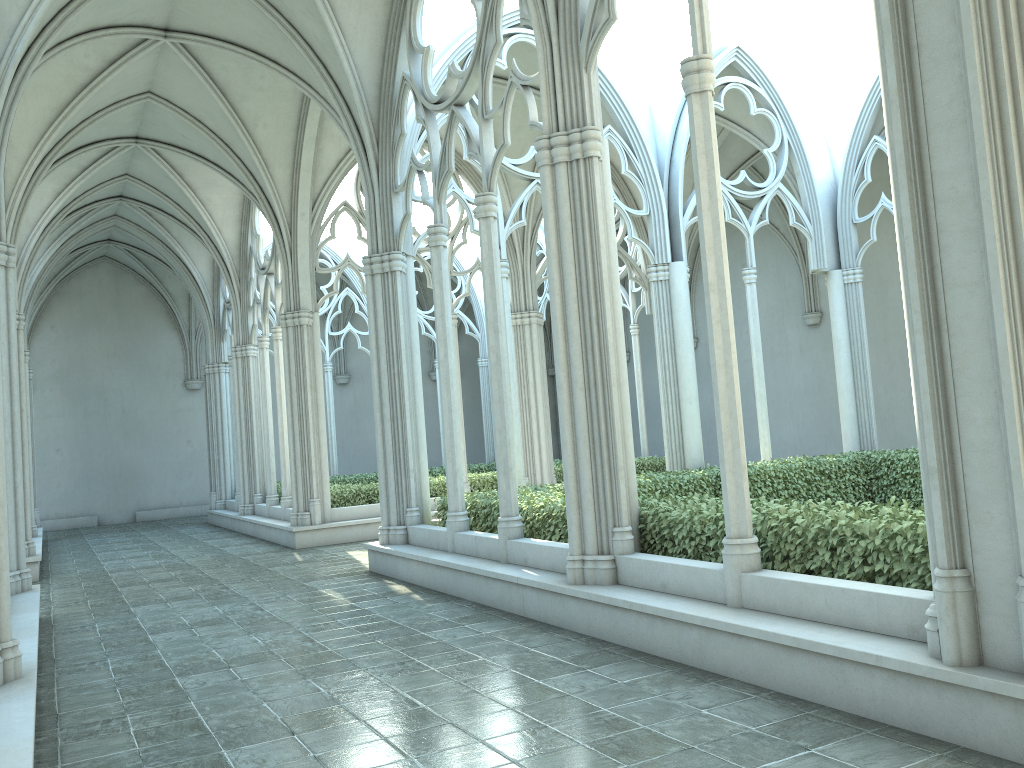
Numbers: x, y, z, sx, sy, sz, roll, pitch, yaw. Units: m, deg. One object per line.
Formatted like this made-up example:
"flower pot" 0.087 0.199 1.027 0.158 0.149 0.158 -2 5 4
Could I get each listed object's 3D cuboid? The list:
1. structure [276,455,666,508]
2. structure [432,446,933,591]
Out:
"structure" -1.740 2.512 21.208 7.995 0.963 8.018 -2 -4 -28
"structure" 4.321 1.335 9.694 7.995 0.963 8.018 -2 -4 -28
